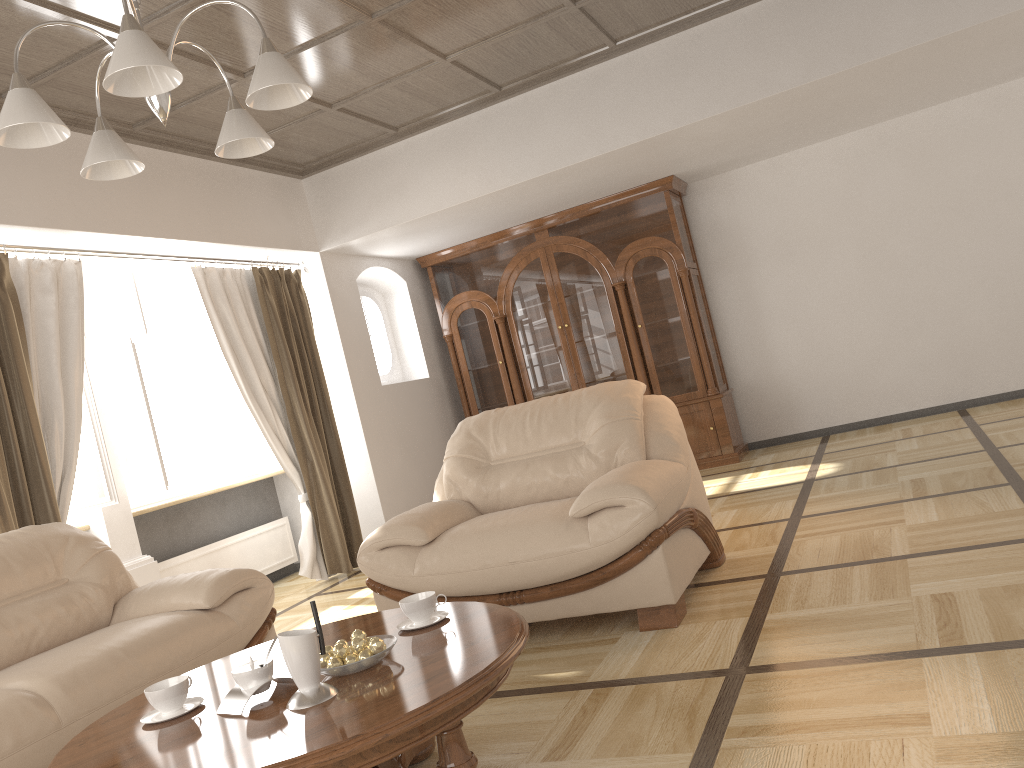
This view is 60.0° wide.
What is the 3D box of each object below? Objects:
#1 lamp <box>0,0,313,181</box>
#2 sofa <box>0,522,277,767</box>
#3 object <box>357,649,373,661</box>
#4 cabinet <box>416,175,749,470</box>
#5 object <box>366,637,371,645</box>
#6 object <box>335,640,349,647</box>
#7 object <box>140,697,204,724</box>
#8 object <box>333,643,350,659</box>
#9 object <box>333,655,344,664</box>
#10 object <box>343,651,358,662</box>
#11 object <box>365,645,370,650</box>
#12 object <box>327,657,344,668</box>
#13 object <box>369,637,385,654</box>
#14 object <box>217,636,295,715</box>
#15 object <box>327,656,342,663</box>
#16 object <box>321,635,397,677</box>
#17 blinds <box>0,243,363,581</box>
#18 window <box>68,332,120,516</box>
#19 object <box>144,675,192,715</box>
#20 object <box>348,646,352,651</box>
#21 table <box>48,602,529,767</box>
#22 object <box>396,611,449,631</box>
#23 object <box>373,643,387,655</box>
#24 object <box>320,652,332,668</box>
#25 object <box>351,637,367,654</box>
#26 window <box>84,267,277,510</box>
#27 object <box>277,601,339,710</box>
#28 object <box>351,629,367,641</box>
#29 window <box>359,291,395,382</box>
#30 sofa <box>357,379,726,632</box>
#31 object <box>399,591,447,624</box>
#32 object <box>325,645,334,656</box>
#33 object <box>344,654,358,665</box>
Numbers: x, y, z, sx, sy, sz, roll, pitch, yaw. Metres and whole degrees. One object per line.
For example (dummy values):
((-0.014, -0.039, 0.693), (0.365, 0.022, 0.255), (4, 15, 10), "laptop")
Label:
((-0.988, -1.173, 2.256), (0.741, 1.094, 0.713), (-14, 0, 23), "lamp")
((-1.801, 0.992, 2.778), (1.051, 0.900, 2.135), (-14, 0, 23), "sofa")
((-0.353, 0.660, 2.139), (0.039, 0.039, 0.041), (-14, 0, 0), "object")
((0.580, -0.275, 7.611), (2.360, 2.298, 0.587), (-14, 0, 23), "cabinet")
((-0.365, 0.665, 2.259), (0.040, 0.039, 0.039), (-14, -1, 34), "object")
((-0.435, 0.673, 2.261), (0.039, 0.039, 0.041), (-14, 0, -18), "object")
((-0.832, 0.804, 2.176), (0.150, 0.010, 0.150), (-14, 0, 9), "object")
((-0.417, 0.652, 2.165), (0.038, 0.039, 0.040), (-14, 0, 8), "object")
((-0.429, 0.687, 2.214), (0.040, 0.037, 0.040), (-13, -1, -42), "object")
((-0.397, 0.679, 2.189), (0.039, 0.038, 0.041), (-14, 0, -25), "object")
((-0.370, 0.672, 2.218), (0.040, 0.039, 0.039), (-14, 0, 13), "object")
((-0.426, 0.678, 2.135), (0.041, 0.040, 0.037), (-14, -1, 36), "object")
((-0.327, 0.632, 2.141), (0.038, 0.042, 0.038), (-14, 0, 31), "object")
((-0.617, 0.687, 2.121), (0.104, 0.133, 0.178), (-14, -1, 38), "object")
((-0.435, 0.687, 2.172), (0.038, 0.040, 0.040), (-14, 0, -17), "object")
((-0.391, 0.680, 2.194), (0.227, 0.039, 0.227), (-13, -1, -42), "object")
((-2.375, 0.418, 3.937), (0.285, 2.294, 5.765), (-14, 0, 23), "blinds")
((-2.961, 0.155, 4.249), (0.784, 1.500, 1.759), (-14, 0, 22), "window")
((-0.841, 0.770, 2.181), (0.105, 0.071, 0.114), (-14, 0, -17), "object")
((-0.401, 0.680, 2.243), (0.040, 0.038, 0.039), (-13, -1, -42), "object")
((-0.482, 0.925, 2.216), (1.167, 0.392, 1.169), (-14, 0, 18), "table")
((-0.248, 0.662, 2.471), (0.150, 0.010, 0.150), (-14, 0, 13), "object")
((-0.326, 0.652, 2.174), (0.038, 0.041, 0.041), (-14, 0, 8), "object")
((-0.466, 0.683, 2.195), (0.041, 0.038, 0.039), (-14, 0, -23), "object")
((-0.375, 0.637, 2.161), (0.037, 0.041, 0.040), (-13, -1, -44), "object")
((-2.194, -0.019, 6.076), (0.782, 1.500, 1.653), (-14, 0, 23), "window")
((-0.478, 0.612, 2.014), (0.119, 0.210, 0.119), (-14, 0, 0), "object")
((-0.387, 0.641, 2.238), (0.038, 0.044, 0.038), (-14, 0, 29), "object")
((-1.193, -0.395, 7.410), (0.050, 0.784, 0.600), (-14, 0, 23), "window")
((0.120, 0.528, 3.862), (1.318, 0.900, 1.052), (-14, 0, 23), "sofa")
((-0.252, 0.628, 2.468), (0.114, 0.071, 0.105), (-14, -1, 38), "object")
((-0.464, 0.679, 2.234), (0.040, 0.040, 0.038), (-14, 0, 2), "object")
((-0.387, 0.675, 2.148), (0.039, 0.040, 0.038), (-14, 0, 13), "object")
